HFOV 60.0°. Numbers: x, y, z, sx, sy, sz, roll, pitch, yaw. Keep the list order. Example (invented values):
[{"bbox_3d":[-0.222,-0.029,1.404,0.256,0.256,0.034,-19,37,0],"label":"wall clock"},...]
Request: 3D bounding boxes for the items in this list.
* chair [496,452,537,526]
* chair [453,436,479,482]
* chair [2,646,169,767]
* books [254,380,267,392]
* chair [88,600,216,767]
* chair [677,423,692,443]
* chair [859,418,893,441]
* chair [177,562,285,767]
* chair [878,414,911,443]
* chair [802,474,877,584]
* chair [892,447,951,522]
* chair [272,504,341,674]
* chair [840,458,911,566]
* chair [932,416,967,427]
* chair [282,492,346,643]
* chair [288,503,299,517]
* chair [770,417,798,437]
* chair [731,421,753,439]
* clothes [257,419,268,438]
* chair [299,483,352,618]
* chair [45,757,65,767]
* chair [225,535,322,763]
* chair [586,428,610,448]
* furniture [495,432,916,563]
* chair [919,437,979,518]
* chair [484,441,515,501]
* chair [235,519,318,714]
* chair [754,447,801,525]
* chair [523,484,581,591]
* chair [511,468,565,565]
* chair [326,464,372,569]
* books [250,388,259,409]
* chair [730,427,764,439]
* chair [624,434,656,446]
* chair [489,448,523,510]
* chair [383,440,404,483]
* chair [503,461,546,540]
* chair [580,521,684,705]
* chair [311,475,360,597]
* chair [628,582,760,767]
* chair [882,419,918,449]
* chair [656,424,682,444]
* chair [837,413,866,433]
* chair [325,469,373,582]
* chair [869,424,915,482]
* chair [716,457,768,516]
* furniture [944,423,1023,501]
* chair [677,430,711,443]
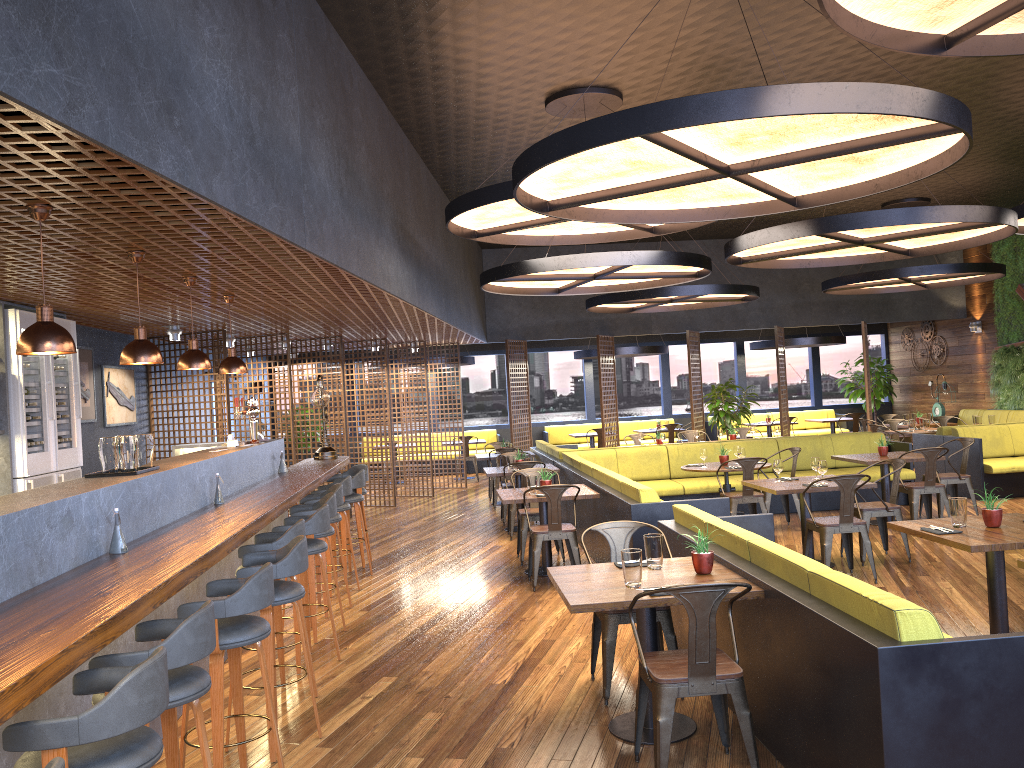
[{"bbox_3d":[0.062,1.377,11.816,0.504,0.917,0.541,-3,0,-4],"label":"chair"},{"bbox_3d":[-0.908,1.480,17.607,0.504,0.917,0.541,-3,0,-4],"label":"chair"},{"bbox_3d":[-1.193,1.304,2.530,0.438,1.048,0.483,-3,-1,-33],"label":"chair"},{"bbox_3d":[-5.169,0.051,18.198,0.177,0.245,0.450,-3,0,-5],"label":"books"},{"bbox_3d":[-1.253,1.312,3.123,0.438,1.048,0.483,-3,-1,-33],"label":"chair"},{"bbox_3d":[3.734,1.229,18.676,0.541,0.917,0.504,-3,0,-4],"label":"chair"},{"bbox_3d":[6.458,1.051,15.683,0.541,0.917,0.504,-3,0,-4],"label":"chair"},{"bbox_3d":[-1.232,1.317,3.811,0.438,1.048,0.483,-3,-1,24],"label":"chair"},{"bbox_3d":[7.122,1.020,16.486,0.504,0.917,0.541,-3,0,-4],"label":"chair"},{"bbox_3d":[2.730,1.190,7.427,0.504,0.917,0.541,-3,0,-4],"label":"chair"},{"bbox_3d":[4.359,1.116,9.431,0.504,0.917,0.541,-3,0,-4],"label":"chair"},{"bbox_3d":[-1.424,1.346,5.932,0.438,1.048,0.483,-3,-1,24],"label":"chair"},{"bbox_3d":[3.359,1.161,8.180,0.541,0.917,0.504,-3,0,-4],"label":"chair"},{"bbox_3d":[7.309,0.995,14.725,0.504,0.917,0.541,-3,0,-4],"label":"chair"},{"bbox_3d":[-1.523,1.357,6.661,0.438,1.048,0.483,-3,-1,-44],"label":"chair"},{"bbox_3d":[-2.398,1.429,9.331,0.438,1.048,0.483,-3,-1,-33],"label":"chair"},{"bbox_3d":[5.577,1.121,18.137,0.504,0.917,0.541,-3,0,-4],"label":"chair"},{"bbox_3d":[4.840,1.168,18.827,0.541,0.917,0.504,-3,0,-4],"label":"chair"},{"bbox_3d":[-4.996,1.424,17.942,0.401,1.494,0.423,-3,0,-9],"label":"clothes"},{"bbox_3d":[-1.601,1.368,7.364,0.438,1.048,0.483,-3,0,10],"label":"chair"},{"bbox_3d":[-1.082,1.291,1.713,0.438,1.048,0.483,-3,-1,-33],"label":"chair"},{"bbox_3d":[-1.250,1.324,4.539,0.438,1.048,0.483,-3,-1,15],"label":"chair"},{"bbox_3d":[1.762,1.332,17.825,0.504,0.917,0.541,-3,0,-4],"label":"chair"},{"bbox_3d":[2.754,1.223,11.001,4.895,0.914,7.462,-3,0,-10],"label":"furniture"},{"bbox_3d":[5.000,1.086,10.134,0.541,0.917,0.504,-3,0,-4],"label":"chair"},{"bbox_3d":[-0.177,1.413,14.493,0.504,0.917,0.541,-3,0,-4],"label":"chair"},{"bbox_3d":[-1.424,1.340,5.246,0.438,1.048,0.483,-3,-1,-33],"label":"chair"},{"bbox_3d":[3.045,1.195,10.145,0.541,0.917,0.504,-3,0,-4],"label":"chair"},{"bbox_3d":[0.366,1.327,7.884,0.504,0.917,0.541,-3,0,-4],"label":"chair"},{"bbox_3d":[0.265,1.343,9.124,0.504,0.917,0.541,-3,0,-4],"label":"chair"},{"bbox_3d":[-1.712,1.391,9.349,0.438,1.048,0.483,-3,0,-13],"label":"chair"},{"bbox_3d":[-5.091,0.329,17.525,0.223,0.489,0.286,-3,0,-13],"label":"books"},{"bbox_3d":[3.921,1.185,14.689,0.504,0.917,0.541,-3,0,-4],"label":"chair"},{"bbox_3d":[2.122,1.284,14.542,0.504,0.917,0.541,-3,0,-4],"label":"chair"},{"bbox_3d":[-0.078,1.397,13.271,0.504,0.917,0.541,-3,0,-4],"label":"chair"},{"bbox_3d":[-2.331,1.559,17.490,0.504,0.917,0.541,-3,0,-4],"label":"chair"},{"bbox_3d":[0.163,1.361,10.574,0.504,0.917,0.541,-3,0,-4],"label":"chair"},{"bbox_3d":[0.681,1.286,5.117,0.504,0.917,0.541,-3,0,-4],"label":"chair"},{"bbox_3d":[-1.669,1.378,8.137,0.438,1.048,0.483,-3,-1,-33],"label":"chair"},{"bbox_3d":[0.783,1.269,3.858,0.504,0.917,0.541,-3,0,-4],"label":"chair"},{"bbox_3d":[6.444,1.043,14.654,0.504,0.917,0.541,-3,0,-4],"label":"chair"},{"bbox_3d":[3.185,1.253,17.941,0.504,0.917,0.541,-3,0,-4],"label":"chair"},{"bbox_3d":[7.000,1.042,18.253,0.504,0.917,0.541,-3,0,-4],"label":"chair"},{"bbox_3d":[-1.654,1.382,8.763,0.438,1.048,0.483,-3,-1,24],"label":"chair"},{"bbox_3d":[5.897,1.067,13.849,0.541,0.917,0.504,-3,0,-4],"label":"chair"},{"bbox_3d":[2.469,1.222,9.476,0.504,0.917,0.541,-3,0,-4],"label":"chair"},{"bbox_3d":[7.805,0.931,10.067,3.372,0.914,4.503,-3,0,-5],"label":"furniture"},{"bbox_3d":[3.024,1.234,14.616,0.504,0.917,0.541,-3,0,-4],"label":"chair"}]
